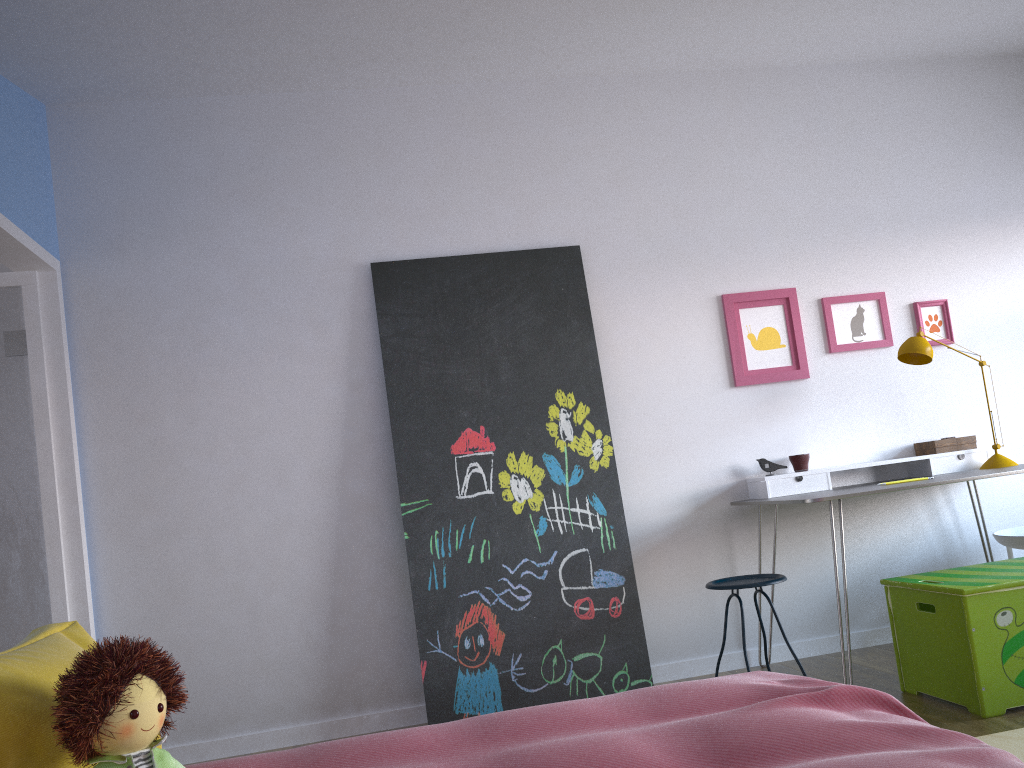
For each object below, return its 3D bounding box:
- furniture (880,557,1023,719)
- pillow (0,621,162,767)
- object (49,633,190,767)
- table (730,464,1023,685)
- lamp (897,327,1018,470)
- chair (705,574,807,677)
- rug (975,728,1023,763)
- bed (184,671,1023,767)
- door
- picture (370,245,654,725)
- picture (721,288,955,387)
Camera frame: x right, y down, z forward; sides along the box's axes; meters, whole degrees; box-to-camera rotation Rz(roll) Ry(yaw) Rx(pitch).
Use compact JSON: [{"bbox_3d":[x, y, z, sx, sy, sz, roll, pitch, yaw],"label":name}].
[{"bbox_3d":[1.846,0.864,3.153,0.812,0.417,0.484,-6,-6,-10],"label":"furniture"},{"bbox_3d":[-0.914,0.466,1.125,0.678,0.529,1.353,-7,-7,-9],"label":"pillow"},{"bbox_3d":[-0.522,0.526,1.251,0.252,0.340,0.286,-10,-6,24],"label":"object"},{"bbox_3d":[1.749,0.790,3.773,1.333,0.755,0.812,-6,-6,-10],"label":"table"},{"bbox_3d":[1.989,0.063,3.958,0.557,0.662,0.162,-5,-5,-26],"label":"lamp"},{"bbox_3d":[0.976,1.019,3.573,0.324,0.460,0.366,-7,-6,-10],"label":"chair"},{"bbox_3d":[1.741,0.887,1.619,1.199,0.006,2.214,-6,-7,-10],"label":"rug"},{"bbox_3d":[-0.110,0.681,1.253,2.314,0.807,1.938,-6,-7,-10],"label":"bed"},{"bbox_3d":[-2.159,0.513,3.032,0.997,2.119,1.039,-7,-5,-10],"label":"door"},{"bbox_3d":[-0.011,0.393,3.824,0.957,2.010,0.209,-7,-4,-10],"label":"picture"},{"bbox_3d":[1.584,-0.266,4.257,1.152,0.438,0.027,-6,-4,-9],"label":"picture"}]
